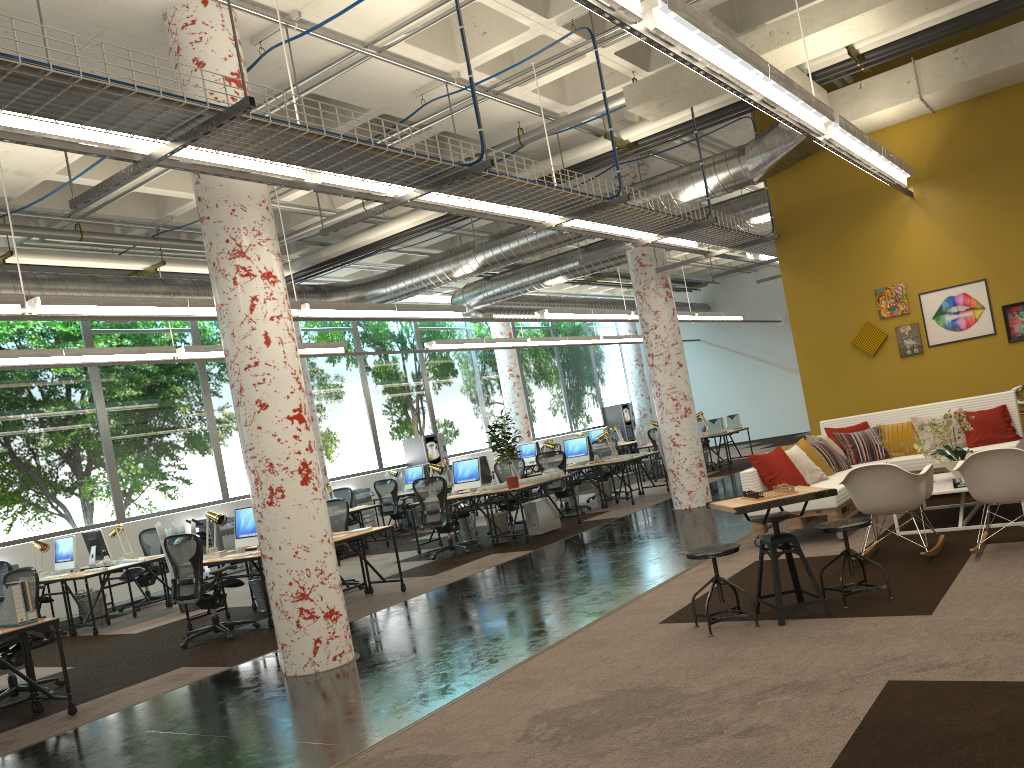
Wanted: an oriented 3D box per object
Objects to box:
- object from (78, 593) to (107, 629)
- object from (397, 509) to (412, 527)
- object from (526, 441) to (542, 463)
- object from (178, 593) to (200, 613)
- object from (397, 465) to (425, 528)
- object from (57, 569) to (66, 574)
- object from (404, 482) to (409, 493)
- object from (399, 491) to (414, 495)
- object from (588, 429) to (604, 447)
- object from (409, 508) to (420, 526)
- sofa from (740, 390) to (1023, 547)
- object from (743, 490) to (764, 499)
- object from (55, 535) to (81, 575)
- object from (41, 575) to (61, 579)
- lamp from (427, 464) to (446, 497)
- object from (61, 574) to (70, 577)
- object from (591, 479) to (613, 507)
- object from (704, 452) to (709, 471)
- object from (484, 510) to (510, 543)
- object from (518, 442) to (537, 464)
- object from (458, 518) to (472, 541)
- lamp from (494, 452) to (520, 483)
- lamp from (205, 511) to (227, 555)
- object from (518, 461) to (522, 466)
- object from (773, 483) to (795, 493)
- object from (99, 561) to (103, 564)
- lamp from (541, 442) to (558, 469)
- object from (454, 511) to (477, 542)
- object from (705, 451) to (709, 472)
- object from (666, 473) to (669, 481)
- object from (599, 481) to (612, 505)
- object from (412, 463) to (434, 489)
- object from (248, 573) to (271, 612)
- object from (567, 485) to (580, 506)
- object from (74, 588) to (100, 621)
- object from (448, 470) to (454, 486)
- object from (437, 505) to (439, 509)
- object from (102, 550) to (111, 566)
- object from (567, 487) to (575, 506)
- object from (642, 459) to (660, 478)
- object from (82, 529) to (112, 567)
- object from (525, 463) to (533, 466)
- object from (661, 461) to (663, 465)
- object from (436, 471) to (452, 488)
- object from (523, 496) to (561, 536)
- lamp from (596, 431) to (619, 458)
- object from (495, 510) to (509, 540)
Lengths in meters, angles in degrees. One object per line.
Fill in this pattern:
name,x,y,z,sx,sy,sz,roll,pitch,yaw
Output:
object,-5.360,2.901,11.360,0.360,0.435,0.352,-12,-2,31
object,-2.240,2.773,18.381,0.351,0.398,0.355,-9,-2,-36
object,0.473,1.633,21.018,0.486,0.485,0.189,-12,-1,35
object,-4.111,2.694,11.278,0.352,0.398,0.354,-10,-2,-10
object,-2.043,2.249,17.343,1.083,1.208,0.190,-12,-1,35
object,-5.996,2.421,11.762,0.101,0.209,0.102,-10,-1,-10
object,-2.085,2.033,17.416,0.101,0.209,0.102,-10,-1,-10
object,-1.976,2.085,17.004,0.441,0.017,0.118,-13,-4,35
object,2.223,1.432,23.093,0.486,0.485,0.189,-12,-1,35
object,-1.979,2.676,17.844,0.236,0.403,0.119,-11,-1,35
sofa,3.726,0.782,8.652,2.028,0.930,2.845,-13,-4,35
object,1.515,0.687,5.572,0.056,0.053,0.250,-10,-3,-5
object,-5.784,2.227,11.520,0.486,0.485,0.189,-12,-1,35
object,-5.887,2.473,11.351,0.441,0.017,0.118,-13,-4,35
lamp,-1.115,1.451,12.741,0.218,0.610,0.530,-10,-2,-36
object,-5.629,2.406,11.157,0.060,0.029,0.106,-13,-4,36
object,1.534,1.829,14.889,0.360,0.435,0.352,-12,-2,31
object,3.917,1.596,18.151,0.236,0.403,0.119,-11,-1,35
object,-0.190,1.972,12.287,0.360,0.435,0.352,-12,-2,31
object,0.384,1.615,20.435,0.486,0.485,0.189,-12,-1,35
object,-0.720,2.134,13.119,0.236,0.403,0.119,-11,-1,35
lamp,-0.013,1.245,12.733,0.208,0.610,0.530,-10,-2,-36
lamp,-3.235,1.680,9.623,0.218,0.610,0.530,-10,-2,-36
object,0.172,1.809,20.677,0.101,0.209,0.102,-10,-1,-10
object,1.713,0.651,5.589,0.056,0.053,0.251,-10,-3,-5
object,-5.766,2.511,12.463,0.060,0.029,0.106,-13,-4,36
lamp,0.613,1.308,15.346,0.208,0.610,0.530,-10,-2,-36
object,-0.674,2.116,13.180,0.360,0.435,0.352,-12,-2,31
object,3.866,1.588,18.089,0.360,0.435,0.352,-12,-2,31
object,2.782,1.622,14.808,0.352,0.398,0.354,-10,-2,-10
object,1.585,1.837,14.951,0.236,0.403,0.119,-11,-1,35
object,-1.784,1.857,17.756,0.486,0.485,0.189,-12,-1,35
object,-2.794,2.345,10.062,0.360,0.435,0.352,-12,-2,31
object,1.050,1.973,15.783,0.360,0.435,0.352,-12,-2,31
object,-5.844,3.045,12.253,0.360,0.435,0.352,-12,-2,31
object,-1.204,1.773,16.602,0.282,0.302,0.149,-12,-2,35
object,-1.397,2.521,17.074,0.236,0.403,0.119,-11,-1,35
object,-5.432,2.322,11.858,0.101,0.209,0.102,-10,-1,-10
object,1.004,1.992,15.721,0.236,0.403,0.119,-11,-1,35
object,3.074,1.848,19.457,0.352,0.398,0.354,-10,-2,-10
object,-5.695,2.245,12.103,0.486,0.485,0.189,-12,-1,35
object,0.280,1.861,20.266,0.441,0.017,0.118,-13,-4,35
object,3.382,1.732,18.982,0.360,0.435,0.352,-12,-2,31
object,-1.288,1.781,16.481,0.282,0.302,0.149,-12,-2,35
object,0.433,1.864,12.554,0.222,0.454,0.539,-11,-2,35
lamp,1.711,1.103,15.335,0.208,0.610,0.530,-10,-2,-36
object,-0.139,1.980,12.349,0.236,0.403,0.119,-11,-1,35
